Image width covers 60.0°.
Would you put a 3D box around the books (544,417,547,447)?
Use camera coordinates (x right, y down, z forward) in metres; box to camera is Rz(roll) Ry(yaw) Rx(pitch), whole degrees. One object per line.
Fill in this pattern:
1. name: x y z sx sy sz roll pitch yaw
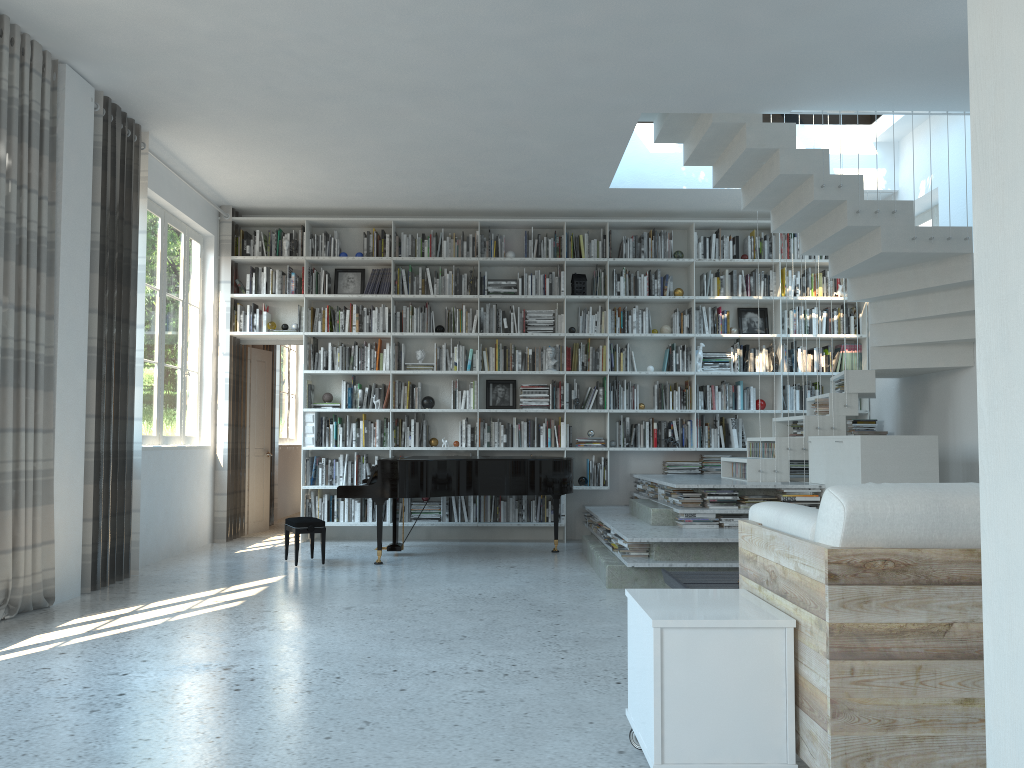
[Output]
1. books: 0.330 0.477 8.721 0.014 0.293 0.137 0 -3 -1

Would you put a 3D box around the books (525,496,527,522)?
1. books: 0.131 1.213 8.680 0.024 0.262 0.131 0 -3 -1

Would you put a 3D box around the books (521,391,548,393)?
1. books: 0.223 0.083 8.737 0.254 0.012 0.161 0 -4 -5

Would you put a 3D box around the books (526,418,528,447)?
1. books: 0.149 0.481 8.730 0.014 0.286 0.134 0 -3 -1

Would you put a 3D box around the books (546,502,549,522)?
1. books: 0.342 1.249 8.677 0.024 0.191 0.155 0 -3 -1

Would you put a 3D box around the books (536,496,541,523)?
1. books: 0.256 1.218 8.654 0.044 0.251 0.187 0 -3 -1

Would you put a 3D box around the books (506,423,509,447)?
1. books: -0.041 0.502 8.701 0.029 0.237 0.166 0 -3 -1

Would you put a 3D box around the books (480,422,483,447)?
1. books: -0.296 0.500 8.714 0.029 0.243 0.154 0 -3 -1

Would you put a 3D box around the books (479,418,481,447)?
1. books: -0.316 0.479 8.718 0.012 0.285 0.159 0 -3 -1

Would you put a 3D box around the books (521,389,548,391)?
1. books: 0.223 0.059 8.739 0.254 0.012 0.161 0 -4 -5

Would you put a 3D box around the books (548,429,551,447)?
1. books: 0.362 0.531 8.701 0.023 0.183 0.169 0 -3 -1

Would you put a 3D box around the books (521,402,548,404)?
1. books: 0.222 0.191 8.729 0.254 0.012 0.161 1 -4 -6

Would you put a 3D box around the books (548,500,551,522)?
1. books: 0.365 1.242 8.667 0.022 0.205 0.191 0 -3 -1

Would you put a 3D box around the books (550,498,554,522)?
1. books: 0.390 1.231 8.680 0.028 0.227 0.162 0 -3 -1

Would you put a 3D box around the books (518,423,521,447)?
1. books: 0.075 0.504 8.715 0.031 0.237 0.159 0 -3 -1

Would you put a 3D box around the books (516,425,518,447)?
1. books: 0.048 0.513 8.721 0.025 0.220 0.140 0 -3 -1

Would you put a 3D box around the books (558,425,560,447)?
1. books: 0.458 0.515 8.706 0.011 0.216 0.166 0 -3 -1

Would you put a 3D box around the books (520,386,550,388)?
1. books: 0.223 0.035 8.737 0.285 0.012 0.159 1 -4 -6

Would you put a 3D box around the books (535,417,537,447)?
1. books: 0.232 0.474 8.711 0.012 0.296 0.178 0 -3 -1

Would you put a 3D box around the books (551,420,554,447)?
1. books: 0.397 0.487 8.716 0.026 0.272 0.175 0 -3 -1

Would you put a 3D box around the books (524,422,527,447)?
1. books: 0.129 0.499 8.704 0.026 0.245 0.191 0 -3 -1

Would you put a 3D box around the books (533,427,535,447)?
1. books: 0.215 0.522 8.719 0.021 0.202 0.128 0 -3 -1

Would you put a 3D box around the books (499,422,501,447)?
1. books: -0.118 0.500 8.720 0.021 0.244 0.141 0 -3 -1

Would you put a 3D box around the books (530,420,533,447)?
1. books: 0.191 0.490 8.705 0.028 0.264 0.161 0 -3 -1

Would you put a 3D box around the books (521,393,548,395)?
1. books: 0.223 0.096 8.739 0.254 0.012 0.161 0 -4 -4

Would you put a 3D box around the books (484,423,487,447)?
1. books: -0.256 0.503 8.697 0.027 0.234 0.167 0 -3 -1

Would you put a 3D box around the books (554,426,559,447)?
1. books: 0.432 0.517 8.704 0.042 0.212 0.169 0 -3 -1

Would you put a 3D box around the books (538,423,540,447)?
1. books: 0.269 0.506 8.719 0.014 0.235 0.154 0 -3 -1

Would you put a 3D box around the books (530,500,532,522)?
1. books: 0.189 1.240 8.656 0.010 0.205 0.180 0 -3 -1

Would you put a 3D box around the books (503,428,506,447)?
1. books: -0.070 0.529 8.692 0.029 0.183 0.174 0 -3 -1

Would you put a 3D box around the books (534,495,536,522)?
1. books: 0.228 1.197 8.665 0.011 0.292 0.184 0 -3 -1

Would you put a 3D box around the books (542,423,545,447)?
1. books: 0.311 0.505 8.707 0.023 0.234 0.175 0 -3 -1

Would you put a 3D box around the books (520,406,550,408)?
1. books: 0.222 0.227 8.727 0.285 0.012 0.159 1 -4 -6

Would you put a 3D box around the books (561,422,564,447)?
1. books: 0.491 0.500 8.702 0.033 0.246 0.176 0 -3 -1

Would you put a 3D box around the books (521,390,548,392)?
1. books: 0.223 0.071 8.740 0.254 0.012 0.161 0 -4 -4

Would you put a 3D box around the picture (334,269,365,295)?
1. picture: -1.617 -1.003 8.823 0.300 0.299 0.077 0 -3 -1

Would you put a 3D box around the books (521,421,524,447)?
1. books: 0.103 0.496 8.731 0.025 0.254 0.136 0 -3 -1

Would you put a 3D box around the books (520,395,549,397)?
1. books: 0.223 0.120 8.732 0.285 0.012 0.159 0 -4 4

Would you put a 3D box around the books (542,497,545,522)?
1. books: 0.305 1.226 8.682 0.028 0.238 0.140 0 -3 -1

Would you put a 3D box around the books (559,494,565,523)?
1. books: 0.488 1.206 8.612 0.038 0.269 0.277 0 -3 -1

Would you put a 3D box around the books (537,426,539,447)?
1. books: 0.250 0.519 8.707 0.024 0.207 0.183 0 -3 -1

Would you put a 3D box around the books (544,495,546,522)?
1. books: 0.325 1.215 8.668 0.011 0.258 0.171 0 -3 -1

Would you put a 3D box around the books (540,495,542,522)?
1. books: 0.285 1.185 8.660 0.013 0.317 0.186 0 -3 -1

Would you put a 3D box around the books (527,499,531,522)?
1. books: 0.163 1.239 8.688 0.040 0.212 0.129 0 -3 -1

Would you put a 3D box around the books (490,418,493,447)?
1. books: -0.206 0.477 8.728 0.027 0.290 0.140 0 -3 -1

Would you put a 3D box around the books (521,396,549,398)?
1. books: 0.223 0.132 8.733 0.254 0.012 0.161 1 -4 -6

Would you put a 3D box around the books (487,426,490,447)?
1. books: -0.231 0.517 8.708 0.024 0.208 0.170 0 -3 -1

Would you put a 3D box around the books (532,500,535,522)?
1. books: 0.208 1.239 8.661 0.029 0.210 0.170 0 -3 -1

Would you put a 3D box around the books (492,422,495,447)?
1. books: -0.180 0.499 8.721 0.024 0.247 0.132 0 -3 -1

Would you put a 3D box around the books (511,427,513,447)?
1. books: -0.001 0.523 8.698 0.023 0.196 0.165 0 -3 -1

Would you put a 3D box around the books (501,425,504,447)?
1. books: -0.095 0.512 8.697 0.023 0.217 0.174 0 -3 -1

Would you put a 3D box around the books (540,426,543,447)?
1. books: 0.288 0.520 8.706 0.023 0.204 0.167 0 -3 -1

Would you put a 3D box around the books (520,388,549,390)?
1. books: 0.223 0.047 8.744 0.285 0.012 0.159 0 -4 1

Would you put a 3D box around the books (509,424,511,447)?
1. books: -0.020 0.507 8.711 0.013 0.230 0.139 0 -3 -1

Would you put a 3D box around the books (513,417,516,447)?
1. books: 0.023 0.477 8.714 0.026 0.291 0.152 0 -3 -1

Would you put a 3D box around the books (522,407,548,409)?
1. books: 0.222 0.239 8.733 0.254 0.012 0.161 0 -4 1

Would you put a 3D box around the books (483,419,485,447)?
1. books: -0.276 0.483 8.708 0.011 0.275 0.146 0 -3 -1

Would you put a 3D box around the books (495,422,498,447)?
1. books: -0.155 0.498 8.704 0.027 0.245 0.179 0 -3 -1

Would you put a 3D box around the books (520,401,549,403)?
1. books: 0.222 0.180 8.741 0.285 0.012 0.159 0 -4 -1
